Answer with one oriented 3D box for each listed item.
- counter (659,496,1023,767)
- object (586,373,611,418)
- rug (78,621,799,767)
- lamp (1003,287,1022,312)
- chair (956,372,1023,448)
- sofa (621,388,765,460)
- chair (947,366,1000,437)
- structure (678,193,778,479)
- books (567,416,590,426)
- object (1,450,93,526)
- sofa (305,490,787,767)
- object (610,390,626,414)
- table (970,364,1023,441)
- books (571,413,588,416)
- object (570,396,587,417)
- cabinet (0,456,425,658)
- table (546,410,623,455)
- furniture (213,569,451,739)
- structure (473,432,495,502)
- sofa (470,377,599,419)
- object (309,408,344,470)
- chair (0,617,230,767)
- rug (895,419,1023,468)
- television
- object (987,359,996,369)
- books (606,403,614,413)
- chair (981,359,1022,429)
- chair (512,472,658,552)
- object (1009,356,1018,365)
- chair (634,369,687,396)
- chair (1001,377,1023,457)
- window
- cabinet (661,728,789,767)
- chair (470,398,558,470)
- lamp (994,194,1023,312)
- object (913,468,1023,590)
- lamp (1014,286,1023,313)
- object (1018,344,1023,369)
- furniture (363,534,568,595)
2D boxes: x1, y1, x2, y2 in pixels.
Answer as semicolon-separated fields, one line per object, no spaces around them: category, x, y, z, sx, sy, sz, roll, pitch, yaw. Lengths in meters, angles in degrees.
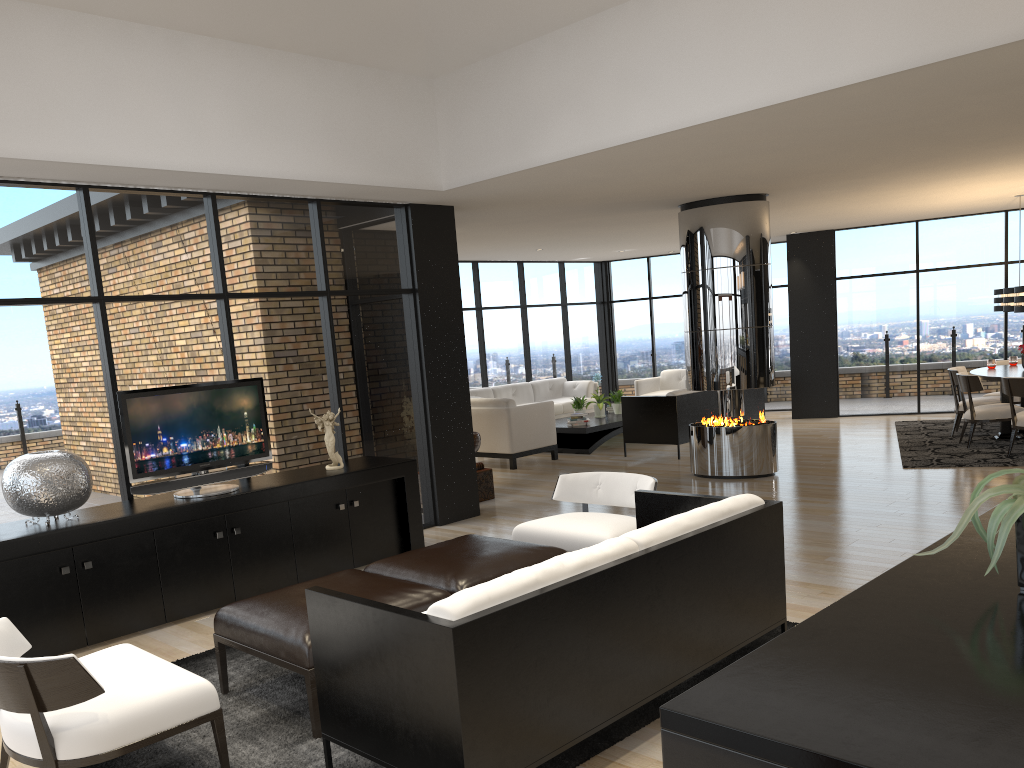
counter;1.715;0.309;1.905;3.087;0.032;1.178;-8;4;-45
object;1.235;0.156;12.414;0.354;0.638;0.367;-8;8;-25
rug;-0.425;1.406;4.354;3.007;0.012;2.478;-8;4;-44
lamp;5.629;-1.471;9.564;0.536;1.345;0.528;-1;8;22
chair;5.129;0.274;9.499;0.617;0.816;0.634;-3;7;16
sofa;2.346;0.398;11.291;0.837;0.812;2.014;1;7;45
chair;5.426;0.206;10.299;0.616;0.816;0.635;0;8;33
structure;2.179;-0.437;8.892;0.892;2.775;0.579;1;10;32
books;0.880;0.481;11.679;0.307;0.128;0.221;-5;5;-6
object;-2.673;0.595;5.093;0.464;0.412;0.458;-2;6;27
sofa;0.262;0.987;3.688;0.837;0.812;2.014;1;7;45
object;1.527;0.249;12.739;0.284;0.374;0.212;-2;8;23
table;5.744;0.228;9.768;1.210;0.777;2.082;-2;4;24
books;0.891;0.404;11.665;0.185;0.027;0.153;-2;4;36
object;0.925;0.329;12.160;0.284;0.374;0.212;-4;7;8
cabinet;-1.966;1.079;5.808;0.620;0.749;3.012;2;7;45
table;1.218;0.653;12.439;1.263;0.355;2.014;-1;5;45
furniture;-0.826;1.209;4.183;0.826;0.489;0.820;0;6;45
structure;-0.668;0.381;8.773;0.729;1.613;0.512;3;11;44
sofa;0.189;0.424;13.436;0.853;0.865;2.671;1;7;45
object;-1.304;0.390;6.370;0.254;0.465;0.105;-11;11;-43
chair;-1.604;1.223;3.326;0.804;0.683;0.678;1;8;45
rug;5.811;0.601;9.876;2.720;0.011;3.680;-3;3;23
television;-2.017;0.354;5.720;0.928;0.720;0.406;-7;8;-26
object;5.597;-0.234;10.301;0.095;0.107;0.094;0;7;34
books;1.522;0.348;13.137;0.224;0.128;0.304;-4;4;13
chair;6.128;0.125;10.739;0.641;0.816;0.610;2;9;43
chair;0.516;0.933;5.478;0.804;0.683;0.678;1;8;45
object;5.972;-0.276;10.514;0.095;0.107;0.094;-6;6;-11
chair;2.558;0.216;13.770;0.999;0.866;0.847;1;8;45
chair;5.226;0.311;8.701;0.611;0.816;0.640;-10;8;-38
window;0.871;-1.287;7.302;10.131;4.839;15.721;-2;4;32
cabinet;1.757;0.844;1.985;1.177;1.049;3.087;1;7;45
chair;-0.074;0.572;11.163;0.999;0.866;0.847;1;8;45
lamp;5.972;-1.544;10.381;0.536;1.345;0.528;-1;8;22
object;1.010;0.260;1.544;0.396;0.219;0.404;-6;5;-20
lamp;5.287;-1.398;8.748;0.536;1.345;0.528;-1;8;22
object;5.690;-0.304;9.701;0.229;0.302;0.234;-2;7;25
furniture;-0.230;1.128;4.776;0.826;0.489;0.820;0;6;45
